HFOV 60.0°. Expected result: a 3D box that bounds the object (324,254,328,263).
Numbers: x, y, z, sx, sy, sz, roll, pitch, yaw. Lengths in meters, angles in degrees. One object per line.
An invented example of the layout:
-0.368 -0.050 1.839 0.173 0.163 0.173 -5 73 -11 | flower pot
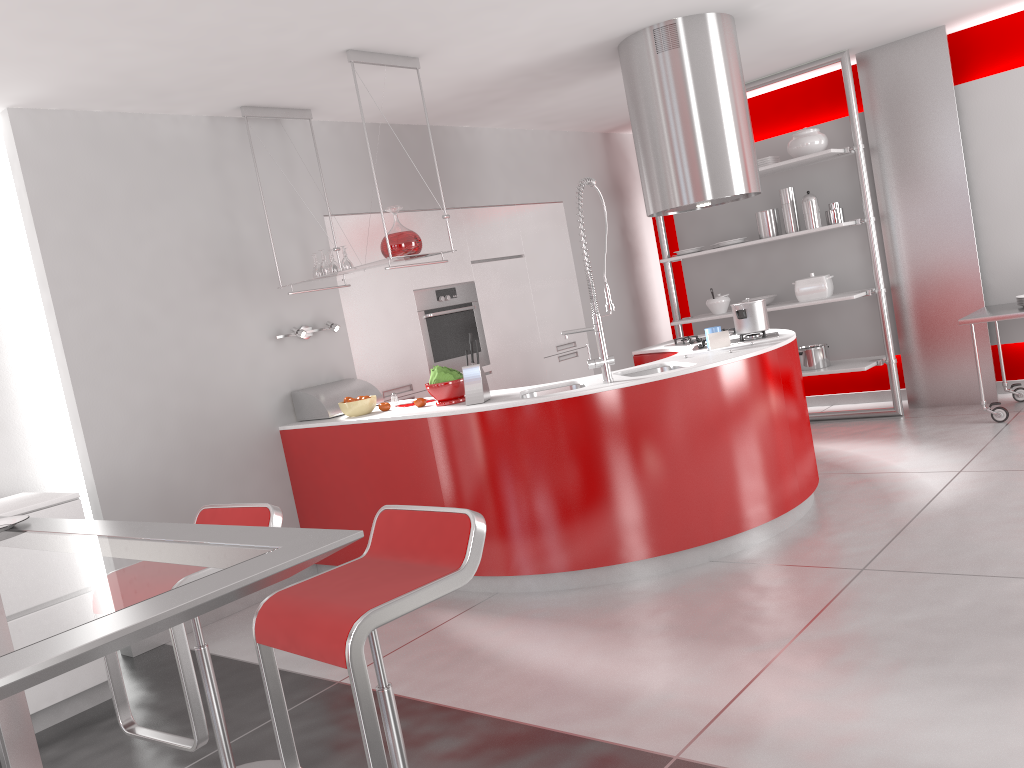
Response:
-1.026 -0.651 4.934 0.060 0.141 0.060 -6 7 41 | object

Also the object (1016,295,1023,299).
3.300 -0.556 5.573 0.228 0.020 0.228 -9 5 23 | object

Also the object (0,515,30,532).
-1.275 0.353 2.125 0.217 0.015 0.217 -12 5 -12 | object

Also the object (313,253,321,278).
-1.043 -0.633 4.772 0.060 0.141 0.060 -9 5 18 | object

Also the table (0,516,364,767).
-1.029 0.864 1.687 1.700 1.000 0.800 -6 7 41 | table

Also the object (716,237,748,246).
1.693 -1.085 6.829 0.244 0.042 0.244 -8 6 26 | object

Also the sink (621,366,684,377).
0.689 0.032 4.207 0.326 0.172 0.428 -12 5 -10 | sink

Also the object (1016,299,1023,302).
3.303 -0.536 5.574 0.228 0.020 0.228 -9 5 23 | object

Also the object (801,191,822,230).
2.147 -1.250 6.367 0.115 0.274 0.115 -7 6 34 | object

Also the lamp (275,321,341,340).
-1.138 -0.303 5.063 0.155 0.081 0.454 -6 7 41 | lamp

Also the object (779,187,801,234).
2.043 -1.272 6.516 0.109 0.329 0.110 -7 6 39 | object

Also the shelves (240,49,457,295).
-0.860 -1.054 4.623 0.934 1.023 0.462 -6 7 41 | shelves

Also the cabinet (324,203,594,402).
-0.395 -0.207 6.470 0.614 2.026 2.398 -6 7 41 | cabinet

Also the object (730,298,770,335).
1.278 -0.369 4.757 0.189 0.185 0.218 -10 5 4 | object

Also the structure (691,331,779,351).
1.205 -0.246 4.798 0.457 0.037 0.303 -9 5 16 | structure

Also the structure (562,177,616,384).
0.348 -0.463 3.998 0.308 0.920 0.178 -11 5 -5 | structure

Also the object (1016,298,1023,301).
3.302 -0.546 5.574 0.228 0.020 0.228 -9 5 23 | object

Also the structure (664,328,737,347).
1.178 -0.288 5.330 0.457 0.037 0.303 -12 5 -18 | structure

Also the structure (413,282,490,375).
-0.388 -0.376 6.020 0.050 0.589 0.599 -6 7 41 | structure

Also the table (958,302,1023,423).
3.710 -0.205 5.367 1.627 0.682 0.749 -6 7 42 | table

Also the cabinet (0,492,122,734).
-2.499 1.070 3.210 0.610 0.880 1.802 -6 7 41 | cabinet

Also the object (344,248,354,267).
-0.894 -0.665 4.809 0.060 0.141 0.060 -6 7 41 | object

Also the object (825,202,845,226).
2.346 -1.237 6.451 0.127 0.157 0.127 -15 6 -38 | object

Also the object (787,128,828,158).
2.152 -1.754 6.465 0.287 0.222 0.287 -11 5 -4 | object

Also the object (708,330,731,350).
1.024 -0.218 4.387 0.100 0.080 0.109 -10 5 11 | object

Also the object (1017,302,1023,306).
3.307 -0.516 5.576 0.228 0.020 0.228 -9 5 23 | object

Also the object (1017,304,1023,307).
3.309 -0.506 5.577 0.228 0.020 0.228 -9 5 23 | object

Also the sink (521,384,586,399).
0.212 0.126 4.177 0.326 0.172 0.428 -11 5 2 | sink

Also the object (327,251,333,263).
-0.983 -0.652 4.855 0.060 0.141 0.060 -6 7 41 | object

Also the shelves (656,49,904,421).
1.929 -0.974 6.821 1.735 2.599 0.535 -6 7 41 | shelves

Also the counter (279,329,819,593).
0.297 0.399 4.759 2.865 0.880 1.868 -12 5 -15 | counter

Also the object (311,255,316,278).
-1.073 -0.636 4.863 0.060 0.141 0.060 -6 7 41 | object

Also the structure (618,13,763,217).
0.995 -1.472 4.964 0.644 0.958 0.644 -10 5 8 | structure

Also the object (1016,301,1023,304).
3.305 -0.526 5.575 0.228 0.020 0.228 -9 5 23 | object

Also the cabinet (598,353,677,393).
0.116 0.383 4.965 1.875 0.761 1.025 -11 5 -3 | cabinet

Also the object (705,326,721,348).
1.030 -0.239 4.515 0.080 0.100 0.109 -10 5 14 | object
